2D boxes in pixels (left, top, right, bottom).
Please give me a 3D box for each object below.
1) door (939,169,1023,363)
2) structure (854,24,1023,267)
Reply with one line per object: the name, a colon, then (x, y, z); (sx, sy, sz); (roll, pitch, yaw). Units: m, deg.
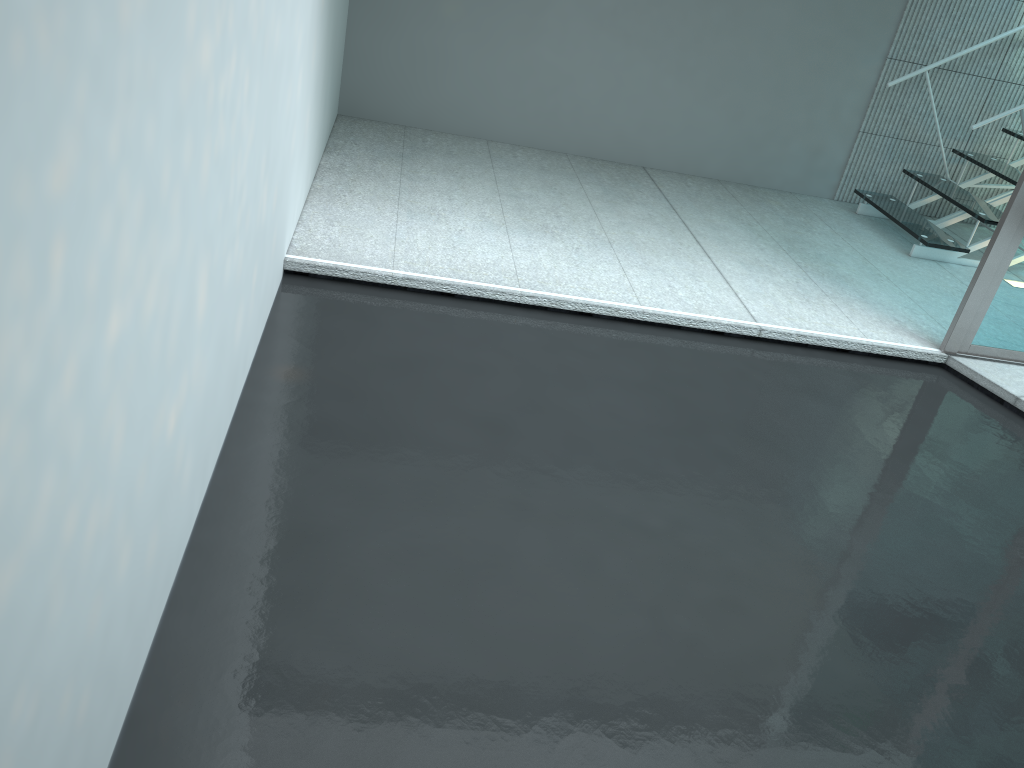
door: (2.243, -0.940, 2.933); (0.864, 2.036, 0.077); (8, 28, -10)
structure: (4.132, -2.920, 3.165); (3.293, 5.925, 1.938); (7, 28, -10)
